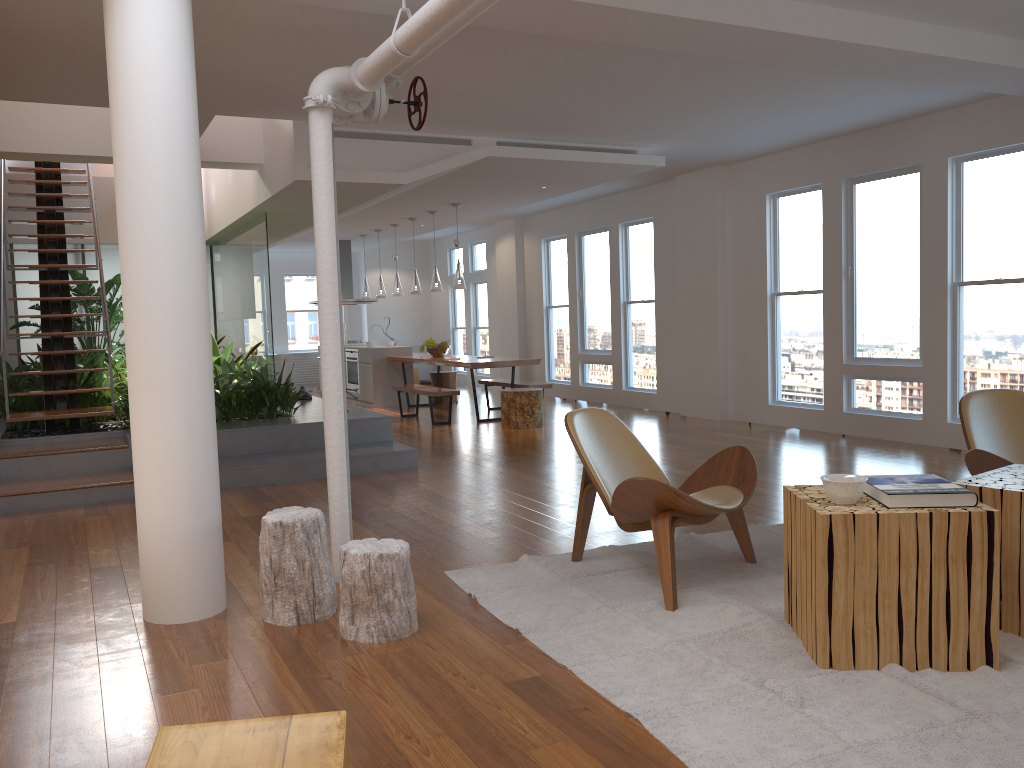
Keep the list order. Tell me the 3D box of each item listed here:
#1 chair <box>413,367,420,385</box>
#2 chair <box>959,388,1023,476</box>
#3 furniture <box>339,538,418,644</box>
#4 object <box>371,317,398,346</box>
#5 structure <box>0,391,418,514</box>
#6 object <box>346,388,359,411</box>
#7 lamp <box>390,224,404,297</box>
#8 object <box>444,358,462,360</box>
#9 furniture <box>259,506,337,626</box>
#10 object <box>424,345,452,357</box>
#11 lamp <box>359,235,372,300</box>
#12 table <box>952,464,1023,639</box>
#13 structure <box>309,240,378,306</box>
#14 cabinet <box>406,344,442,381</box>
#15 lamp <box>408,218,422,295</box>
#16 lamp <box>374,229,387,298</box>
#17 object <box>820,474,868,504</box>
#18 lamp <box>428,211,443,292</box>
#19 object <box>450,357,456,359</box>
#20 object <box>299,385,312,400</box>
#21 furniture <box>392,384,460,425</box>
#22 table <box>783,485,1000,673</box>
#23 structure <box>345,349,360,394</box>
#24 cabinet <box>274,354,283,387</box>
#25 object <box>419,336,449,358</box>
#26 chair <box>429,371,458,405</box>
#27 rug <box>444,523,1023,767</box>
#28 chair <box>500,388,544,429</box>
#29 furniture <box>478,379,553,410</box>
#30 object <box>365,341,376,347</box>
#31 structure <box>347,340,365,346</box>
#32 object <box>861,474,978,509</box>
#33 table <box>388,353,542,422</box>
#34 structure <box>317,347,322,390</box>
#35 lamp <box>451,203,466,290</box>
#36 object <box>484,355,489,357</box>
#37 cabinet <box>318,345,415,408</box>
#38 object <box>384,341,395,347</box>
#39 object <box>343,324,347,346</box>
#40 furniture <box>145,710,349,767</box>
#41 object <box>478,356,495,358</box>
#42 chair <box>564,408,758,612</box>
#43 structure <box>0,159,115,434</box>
[{"bbox_3d":[-1.782,-0.064,14.766,0.344,0.430,0.549,-4,5,-22],"label":"chair"},{"bbox_3d":[2.521,0.427,4.034,0.856,0.752,0.867,0,5,24],"label":"chair"},{"bbox_3d":[-0.512,0.774,3.378,0.292,0.333,0.294,1,5,34],"label":"furniture"},{"bbox_3d":[-2.361,-0.977,16.571,0.210,0.563,0.590,1,5,35],"label":"object"},{"bbox_3d":[-3.390,0.454,8.930,3.088,0.386,5.584,-4,5,-26],"label":"structure"},{"bbox_3d":[-1.538,-0.021,8.107,0.318,0.565,0.134,-1,4,10],"label":"object"},{"bbox_3d":[-1.602,-1.745,12.278,0.160,1.060,0.160,-2,4,1],"label":"lamp"},{"bbox_3d":[-0.711,-0.303,10.722,0.222,0.020,0.222,-1,4,14],"label":"object"},{"bbox_3d":[-0.869,0.727,3.593,0.298,0.418,0.290,0,5,26],"label":"furniture"},{"bbox_3d":[-0.973,-0.427,11.676,0.360,0.159,0.360,0,5,27],"label":"object"},{"bbox_3d":[-2.249,-1.818,13.570,0.160,1.060,0.160,-2,4,1],"label":"lamp"},{"bbox_3d":[1.967,0.615,3.224,0.548,0.534,0.489,-5,5,-38],"label":"table"},{"bbox_3d":[-2.772,-1.992,14.387,0.909,1.405,0.900,-4,5,-26],"label":"structure"},{"bbox_3d":[-2.016,-0.361,16.828,1.309,0.725,0.420,-4,5,-26],"label":"cabinet"},{"bbox_3d":[-1.278,-1.709,11.633,0.160,1.060,0.160,-2,4,1],"label":"lamp"},{"bbox_3d":[-1.926,-1.782,12.924,0.160,1.060,0.160,-2,4,1],"label":"lamp"},{"bbox_3d":[1.111,0.354,2.968,0.152,0.082,0.152,0,5,24],"label":"object"},{"bbox_3d":[-0.955,-1.673,10.987,0.160,1.060,0.160,-2,4,1],"label":"lamp"},{"bbox_3d":[-0.712,-0.309,10.722,0.079,0.030,0.070,0,5,27],"label":"object"},{"bbox_3d":[-2.285,0.092,9.661,0.181,0.155,0.216,0,5,28],"label":"object"},{"bbox_3d":[-1.042,0.241,10.571,0.316,0.389,1.433,-4,5,-26],"label":"furniture"},{"bbox_3d":[1.271,0.652,3.043,0.548,0.534,0.489,-2,4,4],"label":"table"},{"bbox_3d":[-2.351,-0.196,13.136,0.072,0.648,0.644,-4,5,-26],"label":"structure"},{"bbox_3d":[-4.321,-0.786,13.341,0.676,2.280,4.565,-4,5,-26],"label":"cabinet"},{"bbox_3d":[-1.005,-0.489,11.672,0.292,0.284,0.394,0,5,28],"label":"object"},{"bbox_3d":[-0.975,0.053,12.696,0.396,0.455,0.402,-5,5,-36],"label":"chair"},{"bbox_3d":[1.939,0.843,3.195,3.525,0.057,3.478,-4,5,-22],"label":"rug"},{"bbox_3d":[0.110,0.259,9.651,0.460,0.400,0.460,-3,4,-16],"label":"chair"},{"bbox_3d":[0.024,0.166,11.102,0.316,0.389,1.433,-4,5,-26],"label":"furniture"},{"bbox_3d":[-2.038,-0.568,12.766,0.152,0.082,0.152,-1,4,13],"label":"object"},{"bbox_3d":[-2.741,-0.666,14.508,0.520,0.073,0.650,-4,5,-26],"label":"structure"},{"bbox_3d":[1.357,0.360,2.998,0.279,0.048,0.334,-2,4,5],"label":"object"},{"bbox_3d":[-1.390,-0.058,12.625,0.893,0.704,5.996,-4,5,-26],"label":"table"},{"bbox_3d":[-2.760,-0.239,14.509,0.649,0.735,0.890,-4,5,-26],"label":"structure"},{"bbox_3d":[-0.631,-1.637,10.342,0.160,1.060,0.160,-2,4,1],"label":"lamp"},{"bbox_3d":[-0.313,-0.333,10.866,0.079,0.030,0.070,-1,4,17],"label":"object"},{"bbox_3d":[-2.316,-0.171,13.718,0.597,0.832,2.936,-4,5,-26],"label":"cabinet"},{"bbox_3d":[-1.760,-0.578,12.766,0.152,0.082,0.152,0,5,24],"label":"object"},{"bbox_3d":[-2.669,-0.776,14.025,0.120,0.356,0.172,0,4,22],"label":"object"},{"bbox_3d":[-0.444,0.863,1.425,0.344,0.430,0.549,-2,4,-8],"label":"furniture"},{"bbox_3d":[-0.313,-0.327,10.867,0.222,0.020,0.222,-5,5,-34],"label":"object"},{"bbox_3d":[0.724,0.495,3.941,0.856,0.752,0.867,-4,4,-21],"label":"chair"},{"bbox_3d":[-3.946,-1.645,9.276,2.552,4.265,4.591,-4,5,-26],"label":"structure"}]
